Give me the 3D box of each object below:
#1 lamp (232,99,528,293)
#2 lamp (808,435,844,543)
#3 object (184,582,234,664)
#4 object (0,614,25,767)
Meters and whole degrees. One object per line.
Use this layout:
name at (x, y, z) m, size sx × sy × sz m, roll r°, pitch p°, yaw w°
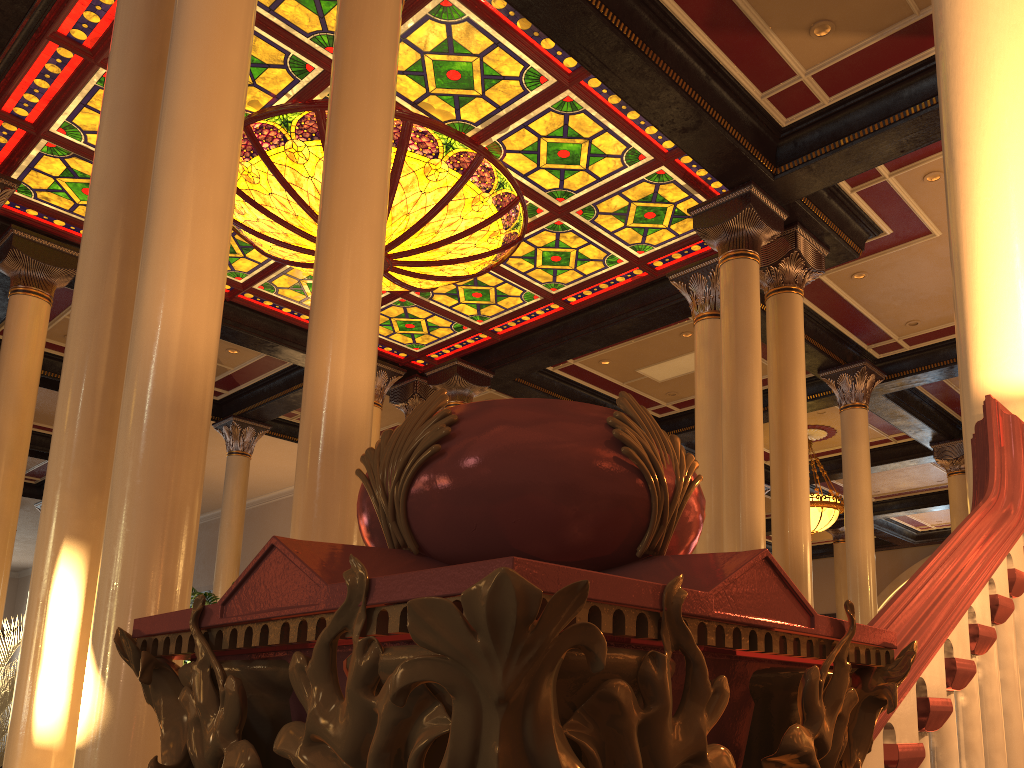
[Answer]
lamp at (-1.349, -1.425, 8.277) m, size 2.935 × 0.581 × 3.190 m, roll -17°, pitch -27°, yaw 38°
lamp at (5.068, 1.791, 14.830) m, size 1.161 × 1.839 × 1.266 m, roll -10°, pitch -19°, yaw 37°
object at (-1.572, 1.997, 4.453) m, size 1.075 × 2.076 × 1.079 m, roll 1°, pitch -14°, yaw 2°
object at (-4.437, 3.071, 7.434) m, size 2.003 × 2.178 × 1.932 m, roll -9°, pitch -19°, yaw 31°
